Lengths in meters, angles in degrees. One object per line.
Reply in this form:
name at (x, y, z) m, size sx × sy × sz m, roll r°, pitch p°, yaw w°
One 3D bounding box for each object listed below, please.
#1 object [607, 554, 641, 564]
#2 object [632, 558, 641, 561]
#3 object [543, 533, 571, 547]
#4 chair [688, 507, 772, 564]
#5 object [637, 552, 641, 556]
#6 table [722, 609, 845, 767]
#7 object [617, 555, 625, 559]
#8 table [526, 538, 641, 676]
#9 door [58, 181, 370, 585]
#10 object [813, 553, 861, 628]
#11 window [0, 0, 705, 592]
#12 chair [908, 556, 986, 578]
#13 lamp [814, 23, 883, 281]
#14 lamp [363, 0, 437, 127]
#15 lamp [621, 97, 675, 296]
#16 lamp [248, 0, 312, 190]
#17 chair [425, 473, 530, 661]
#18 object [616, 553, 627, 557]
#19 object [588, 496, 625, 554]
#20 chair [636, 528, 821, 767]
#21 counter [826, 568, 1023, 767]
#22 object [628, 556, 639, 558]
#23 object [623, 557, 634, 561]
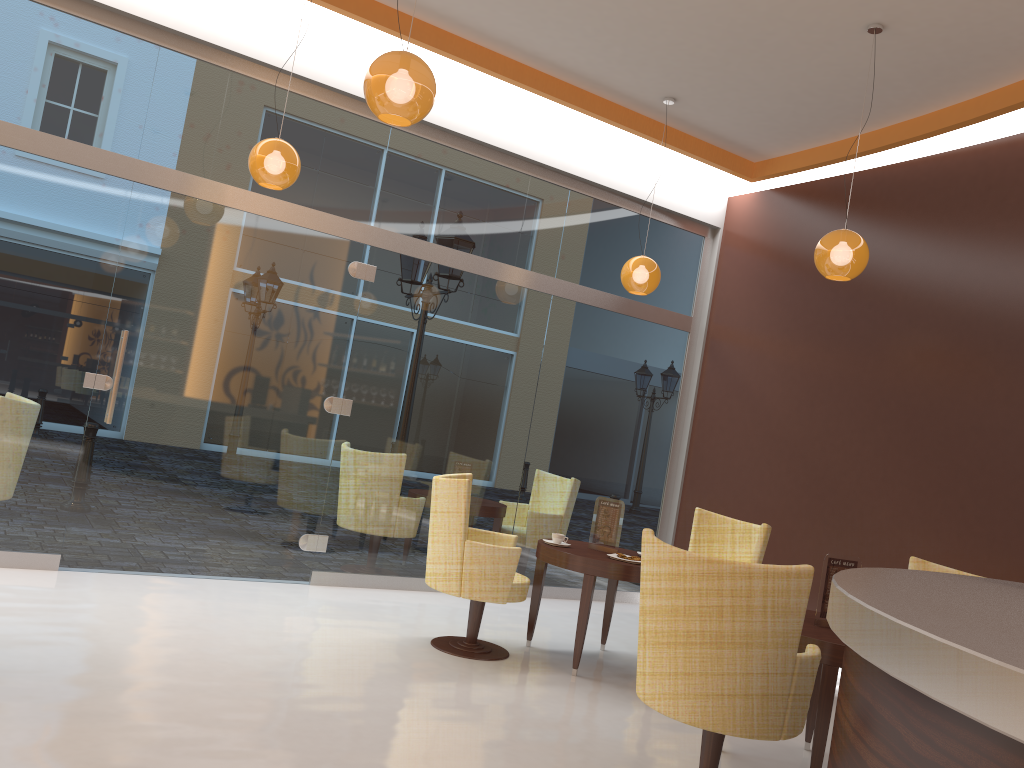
object at (0.698, 1.050, 5.312) m, size 0.234 × 0.020 × 0.234 m, roll 8°, pitch -4°, yaw 30°
object at (0.748, 1.049, 5.309) m, size 0.052 × 0.018 × 0.055 m, roll 10°, pitch -3°, yaw -7°
object at (0.280, 0.963, 5.489) m, size 0.153 × 0.069 × 0.153 m, roll 11°, pitch -4°, yaw -31°
chair at (1.269, 1.359, 5.867) m, size 0.685 × 1.017 × 0.729 m, roll 11°, pitch -4°, yaw -28°
object at (0.884, 1.075, 5.661) m, size 0.153 × 0.069 × 0.153 m, roll 10°, pitch -3°, yaw -9°
table at (1.413, 1.456, 4.078) m, size 0.872 × 0.679 × 0.874 m, roll 9°, pitch -3°, yaw 15°
object at (0.654, 1.034, 5.296) m, size 0.054 × 0.018 × 0.051 m, roll 9°, pitch -3°, yaw 16°
table at (0.535, 1.387, 5.515) m, size 0.872 × 0.679 × 0.874 m, roll 9°, pitch -3°, yaw 15°
door at (-1.941, 0.073, 6.031) m, size 1.640 × 2.499 × 0.020 m, roll 11°, pitch -4°, yaw -31°
object at (1.508, 0.957, 4.093) m, size 0.209 × 0.335 × 0.042 m, roll 11°, pitch -3°, yaw -17°
window at (-1.858, -0.419, 6.058) m, size 8.200 × 3.380 × 0.040 m, roll 11°, pitch -4°, yaw -31°
chair at (2.140, 1.427, 4.442) m, size 0.685 × 1.017 × 0.729 m, roll 11°, pitch -3°, yaw -24°
lamp at (1.994, -1.344, 5.128) m, size 0.299 × 1.500 × 0.299 m, roll 7°, pitch -4°, yaw 37°
lamp at (-0.358, -1.822, 3.687) m, size 0.299 × 1.500 × 0.299 m, roll 11°, pitch -3°, yaw -20°
lamp at (1.065, -1.415, 6.668) m, size 0.299 × 1.500 × 0.299 m, roll 8°, pitch -4°, yaw 27°
lamp at (-1.287, -1.893, 5.227) m, size 0.299 × 1.500 × 0.299 m, roll 8°, pitch -4°, yaw 33°
chair at (-0.217, 1.079, 5.346) m, size 0.685 × 1.017 × 0.729 m, roll 10°, pitch -3°, yaw 1°
object at (0.658, 1.028, 5.332) m, size 0.052 × 0.016 × 0.055 m, roll 12°, pitch -4°, yaw -32°
object at (0.597, 0.887, 5.580) m, size 0.209 × 0.335 × 0.042 m, roll 7°, pitch -4°, yaw 34°
chair at (0.826, 1.156, 3.572) m, size 0.729 × 1.017 × 0.685 m, roll 7°, pitch -4°, yaw 37°
counter at (1.397, 1.110, 1.769) m, size 1.586 × 1.100 × 2.917 m, roll 9°, pitch -3°, yaw 14°
object at (0.734, 1.047, 5.353) m, size 0.051 × 0.018 × 0.054 m, roll 12°, pitch -4°, yaw -33°
object at (0.693, 1.039, 5.273) m, size 0.055 × 0.014 × 0.053 m, roll 7°, pitch -4°, yaw 42°
